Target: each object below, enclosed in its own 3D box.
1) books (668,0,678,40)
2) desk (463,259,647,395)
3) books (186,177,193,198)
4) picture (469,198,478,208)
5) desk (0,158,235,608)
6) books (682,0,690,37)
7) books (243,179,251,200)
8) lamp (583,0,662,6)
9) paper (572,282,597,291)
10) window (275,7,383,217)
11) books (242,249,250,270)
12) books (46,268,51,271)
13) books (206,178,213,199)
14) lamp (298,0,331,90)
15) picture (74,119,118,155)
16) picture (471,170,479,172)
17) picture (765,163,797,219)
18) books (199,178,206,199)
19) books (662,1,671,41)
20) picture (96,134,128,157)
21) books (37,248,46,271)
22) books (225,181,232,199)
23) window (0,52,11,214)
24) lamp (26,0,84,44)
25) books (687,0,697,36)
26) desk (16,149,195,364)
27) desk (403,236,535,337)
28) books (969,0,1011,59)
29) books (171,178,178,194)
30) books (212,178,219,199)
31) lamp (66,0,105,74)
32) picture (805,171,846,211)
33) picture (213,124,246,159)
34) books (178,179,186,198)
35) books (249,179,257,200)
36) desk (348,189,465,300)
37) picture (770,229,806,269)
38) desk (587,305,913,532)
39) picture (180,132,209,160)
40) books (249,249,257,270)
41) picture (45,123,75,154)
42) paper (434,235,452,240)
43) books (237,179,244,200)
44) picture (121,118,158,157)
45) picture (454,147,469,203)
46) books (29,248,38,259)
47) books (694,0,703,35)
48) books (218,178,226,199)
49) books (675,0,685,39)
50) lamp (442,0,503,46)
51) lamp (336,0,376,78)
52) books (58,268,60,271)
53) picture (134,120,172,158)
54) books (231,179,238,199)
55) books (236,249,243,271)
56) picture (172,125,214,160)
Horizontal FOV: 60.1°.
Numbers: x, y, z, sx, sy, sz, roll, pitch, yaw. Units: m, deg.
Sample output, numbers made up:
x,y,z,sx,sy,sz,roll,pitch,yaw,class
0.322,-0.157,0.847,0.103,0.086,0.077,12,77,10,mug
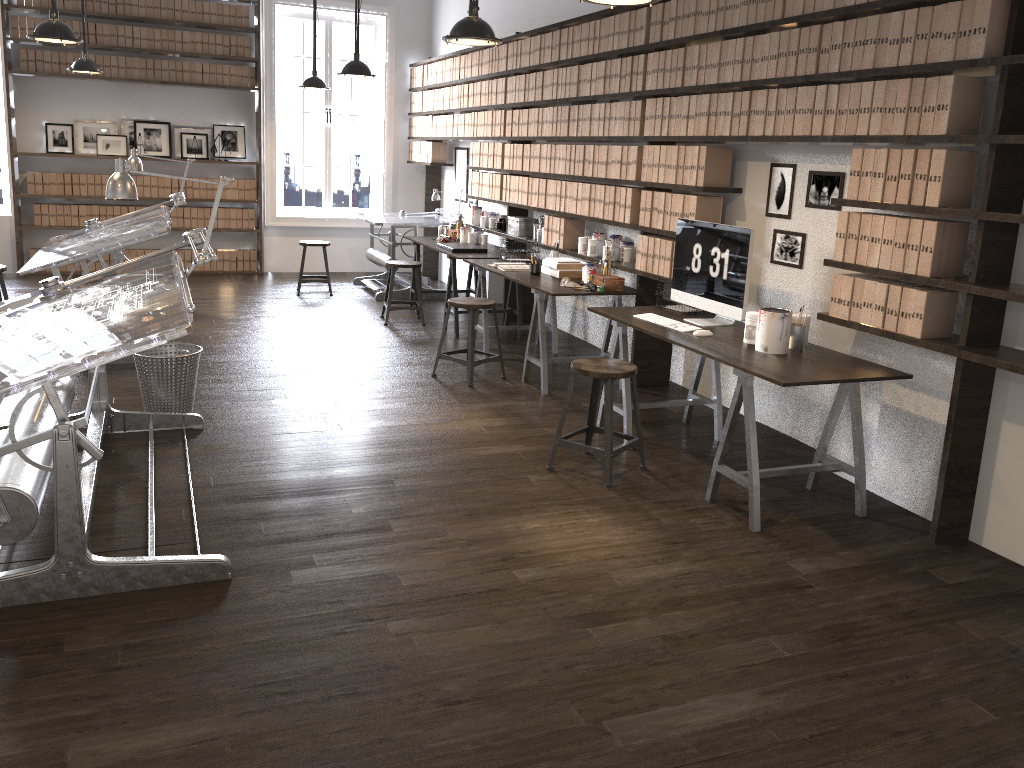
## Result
x,y,z,sx,sy,sz,roll,pitch,yaw,class
1.009,-2.116,5.169,0.174,0.223,0.067,-2,13,-22,books
0.219,-0.446,6.264,0.656,0.662,1.686,-2,15,-22,desk
-3.585,-2.179,9.835,0.067,0.223,0.176,-2,14,-22,books
-0.391,-1.903,9.138,0.023,0.181,0.254,-2,14,-22,picture
-1.666,-0.201,3.519,1.077,1.372,2.090,-2,15,-22,desk
1.065,-2.080,5.042,0.174,0.223,0.067,-2,13,-22,books
-3.013,-2.210,10.065,0.067,0.223,0.176,-2,14,-22,books
0.428,-2.440,2.879,0.313,2.229,0.314,3,12,2,lamp
0.451,-0.612,5.550,0.137,0.038,0.157,1,14,-7,paper
-2.119,-3.067,10.204,1.245,2.285,0.155,-2,13,-22,window
-3.070,-1.431,10.220,0.067,0.223,0.176,-2,14,-22,books
-4.944,-1.327,9.461,0.067,0.223,0.176,-2,14,-22,books
-3.387,-2.190,9.914,0.067,0.223,0.176,-2,14,-22,books
-1.908,-4.023,8.572,0.314,2.229,0.313,-8,16,-42,lamp
-4.434,-2.625,9.458,0.416,0.361,0.084,-3,13,-22,picture
-0.372,-2.184,9.070,0.022,0.281,0.203,-2,14,-22,picture
1.424,-1.021,4.680,0.022,0.281,0.203,-2,14,-22,picture
-3.453,-2.186,9.888,0.067,0.223,0.176,-2,14,-22,books
0.987,-2.134,5.235,0.174,0.223,0.067,-2,13,-22,books
-4.273,-2.546,9.459,0.300,0.226,0.146,-3,14,-22,picture
-5.010,-1.324,9.438,0.067,0.223,0.176,-2,14,-22,books
-3.203,-2.199,9.985,0.067,0.223,0.176,-2,14,-22,books
-5.840,-2.888,8.837,1.483,2.471,0.155,-2,13,-22,window
-2.752,-3.198,5.216,0.313,2.229,0.314,2,12,-2,lamp
1.085,-2.063,4.979,0.174,0.223,0.067,-2,13,-22,books
-2.910,-1.045,6.556,1.077,1.372,2.304,-2,15,-22,desk
-0.436,-0.890,7.862,0.656,0.662,1.686,-2,15,-22,desk
1.795,-1.305,3.277,0.174,0.223,0.067,-2,13,-22,books
-3.723,-2.171,9.780,0.067,0.223,0.176,-2,14,-22,books
-3.322,-2.191,9.934,0.067,0.223,0.176,-2,14,-22,books
-3.814,-3.920,7.810,0.314,2.229,0.313,-8,16,-42,lamp
1.548,-0.956,4.372,0.023,0.181,0.254,-2,14,-22,picture
-3.167,-2.717,9.932,0.343,0.360,0.162,-3,13,-22,picture
-3.652,-2.174,9.802,0.067,0.223,0.176,-2,14,-22,books
-2.950,-2.212,10.083,0.067,0.223,0.176,-2,14,-22,books
-1.060,-1.512,9.287,1.072,1.086,1.282,-3,14,-22,desk
1.449,-0.709,4.641,0.023,0.181,0.254,-2,14,-22,picture
1.013,0.094,4.324,0.656,0.662,1.686,-2,15,-22,desk
-3.511,-2.628,9.796,0.290,0.287,0.128,-3,13,-22,picture
-2.998,-1.434,10.246,0.067,0.223,0.176,-2,14,-22,books
-4.772,-2.588,9.348,0.267,0.312,0.058,-2,13,-22,picture
-0.660,-1.366,8.263,0.138,0.038,0.156,-8,18,-36,paper
-3.077,-2.206,10.038,0.067,0.223,0.176,-2,14,-22,books
-4.036,-2.668,9.618,0.369,0.402,0.092,-3,13,-22,picture
-0.539,-2.233,9.456,0.040,0.569,0.419,-2,14,-22,picture
-5.076,-1.321,9.414,0.067,0.223,0.176,-2,14,-22,books
1.114,-2.046,4.920,0.174,0.223,0.067,-2,13,-22,books
-3.262,-2.196,9.963,0.067,0.223,0.176,-2,14,-22,books
1.039,-2.098,5.107,0.174,0.223,0.067,-2,13,-22,books
-0.149,-2.831,4.287,0.313,2.229,0.314,3,12,2,lamp
-1.182,-3.533,6.810,0.314,2.229,0.313,-8,16,-42,lamp
-4.877,-1.331,9.489,0.067,0.223,0.176,-2,14,-22,books
-3.901,-2.654,9.619,0.373,0.387,0.150,-3,13,-22,picture
-3.141,-2.202,10.008,0.067,0.223,0.176,-2,14,-22,books
-3.136,-1.426,10.187,0.067,0.223,0.176,-2,14,-22,books
-3.537,-2.671,9.821,0.434,0.357,0.096,-3,13,-22,picture
